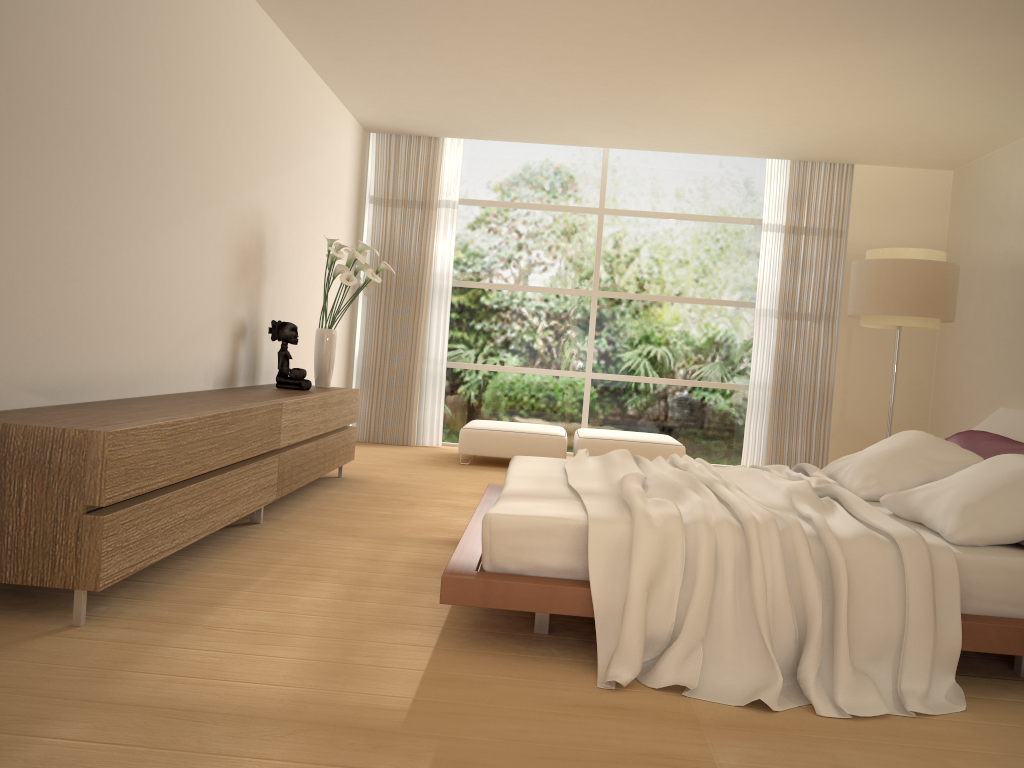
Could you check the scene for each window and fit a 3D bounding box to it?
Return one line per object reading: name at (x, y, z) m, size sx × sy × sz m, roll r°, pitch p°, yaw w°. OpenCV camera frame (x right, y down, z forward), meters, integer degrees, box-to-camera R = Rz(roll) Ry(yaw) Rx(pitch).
window at (0.850, -0.929, 9.117) m, size 4.781 × 3.371 × 0.071 m, roll 4°, pitch 2°, yaw 3°

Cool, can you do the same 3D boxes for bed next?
bed at (1.076, 0.679, 3.926) m, size 2.535 × 0.570 × 2.599 m, roll 4°, pitch 2°, yaw 3°

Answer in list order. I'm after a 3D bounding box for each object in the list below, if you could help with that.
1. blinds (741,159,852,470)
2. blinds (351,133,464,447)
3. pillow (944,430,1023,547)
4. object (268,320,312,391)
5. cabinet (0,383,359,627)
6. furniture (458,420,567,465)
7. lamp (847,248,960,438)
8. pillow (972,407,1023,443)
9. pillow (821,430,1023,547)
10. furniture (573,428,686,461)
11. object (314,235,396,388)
blinds at (2.806, -0.757, 8.719) m, size 0.814 × 3.351 × 0.202 m, roll 4°, pitch 2°, yaw 2°
blinds at (-1.059, -1.058, 8.948) m, size 0.950 × 3.352 × 0.211 m, roll 4°, pitch 2°, yaw 1°
pillow at (2.131, 0.419, 3.914) m, size 0.575 × 0.369 × 1.683 m, roll 4°, pitch 2°, yaw 3°
object at (-1.470, -0.192, 5.903) m, size 0.282 × 0.453 × 0.181 m, roll 4°, pitch 2°, yaw 3°
cabinet at (-1.543, 0.403, 4.771) m, size 0.588 × 0.662 × 3.713 m, roll 4°, pitch 2°, yaw 3°
furniture at (0.023, 0.556, 8.235) m, size 0.965 × 0.346 × 0.964 m, roll 4°, pitch 2°, yaw 3°
lamp at (2.973, -0.010, 6.900) m, size 0.817 × 2.018 × 0.817 m, roll 2°, pitch 3°, yaw -44°
pillow at (2.464, 0.372, 3.906) m, size 0.461 × 0.457 × 1.779 m, roll 4°, pitch 2°, yaw 2°
pillow at (1.861, 0.413, 3.920) m, size 0.561 × 0.339 × 1.720 m, roll 4°, pitch 2°, yaw 3°
furniture at (1.055, 0.636, 8.188) m, size 0.965 × 0.346 × 0.964 m, roll 4°, pitch 2°, yaw 3°
object at (-1.179, -0.506, 6.373) m, size 0.515 × 1.085 × 0.608 m, roll 3°, pitch 3°, yaw -39°
